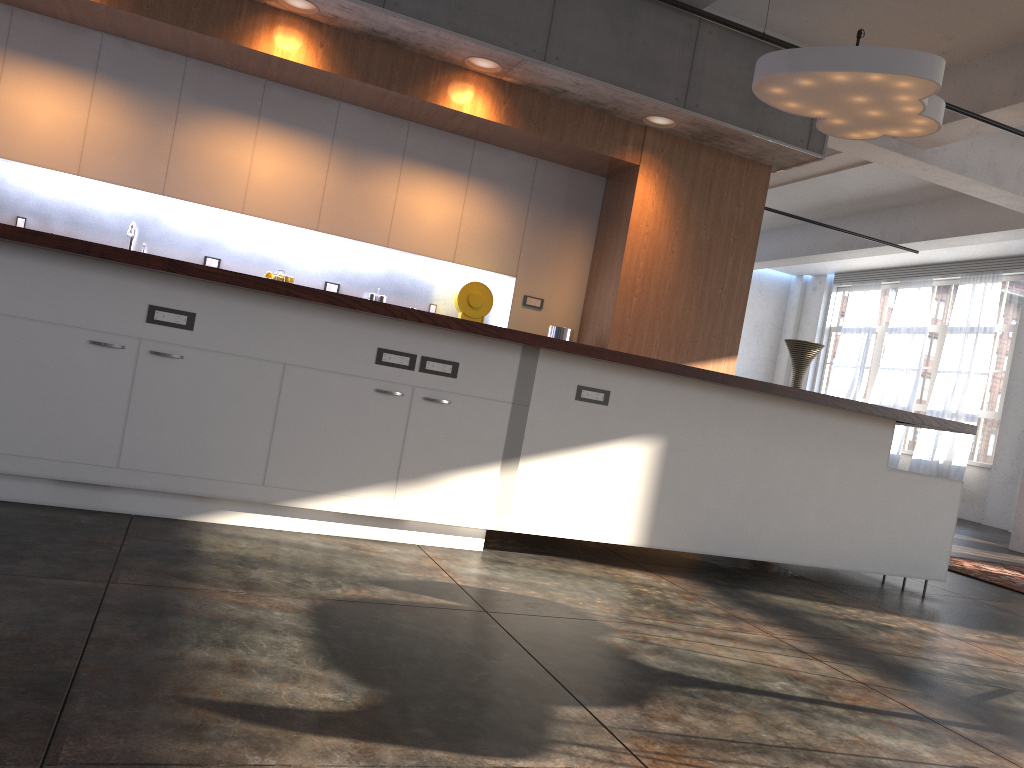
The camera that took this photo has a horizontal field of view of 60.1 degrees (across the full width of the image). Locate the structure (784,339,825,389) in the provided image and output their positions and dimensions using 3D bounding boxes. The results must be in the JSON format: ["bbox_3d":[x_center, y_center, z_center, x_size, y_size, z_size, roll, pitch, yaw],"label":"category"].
[{"bbox_3d":[4.559,0.477,14.421,0.687,2.326,0.738,10,0,-21],"label":"structure"}]

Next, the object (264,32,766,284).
[{"bbox_3d":[-8.001,-1.300,4.940,13.299,1.215,0.941,10,0,-11],"label":"object"}]

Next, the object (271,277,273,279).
[{"bbox_3d":[-3.757,-2.167,4.314,5.755,2.190,0.055,10,0,-32],"label":"object"}]

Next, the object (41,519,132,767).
[{"bbox_3d":[-4.164,0.155,3.668,27.628,0.001,19.436,10,0,-21],"label":"object"}]

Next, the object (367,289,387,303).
[{"bbox_3d":[-0.960,-0.574,6.264,0.146,0.209,0.059,10,0,-21],"label":"object"}]

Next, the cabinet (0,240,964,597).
[{"bbox_3d":[-0.363,0.235,4.134,5.736,0.930,0.908,10,0,-22],"label":"cabinet"}]

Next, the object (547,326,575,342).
[{"bbox_3d":[0.342,-0.317,6.371,0.187,0.170,0.194,10,0,28],"label":"object"}]

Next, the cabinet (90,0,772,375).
[{"bbox_3d":[-2.425,-1.135,6.240,8.233,2.563,2.342,10,0,-22],"label":"cabinet"}]

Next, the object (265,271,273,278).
[{"bbox_3d":[-1.601,-0.712,5.842,0.050,0.060,0.059,10,0,14],"label":"object"}]

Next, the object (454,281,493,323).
[{"bbox_3d":[-0.273,-0.531,6.255,0.279,0.381,0.098,10,0,-21],"label":"object"}]

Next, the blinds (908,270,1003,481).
[{"bbox_3d":[6.883,-0.121,13.639,0.367,3.675,1.015,10,0,-21],"label":"blinds"}]

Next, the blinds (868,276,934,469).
[{"bbox_3d":[6.451,-0.193,14.884,0.320,3.713,1.009,10,0,-21],"label":"blinds"}]

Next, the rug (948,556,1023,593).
[{"bbox_3d":[4.218,1.513,5.855,1.883,0.029,2.840,10,0,-20],"label":"rug"}]

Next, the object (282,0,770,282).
[{"bbox_3d":[-1.480,-0.685,5.797,0.052,0.060,0.057,10,0,3],"label":"object"}]

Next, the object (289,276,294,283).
[{"bbox_3d":[-1.468,-0.686,5.849,0.054,0.051,0.061,10,0,-28],"label":"object"}]

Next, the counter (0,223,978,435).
[{"bbox_3d":[-0.929,0.102,3.915,6.760,0.971,1.124,10,0,-22],"label":"counter"}]

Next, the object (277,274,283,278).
[{"bbox_3d":[-5.715,-2.543,3.521,10.093,2.165,0.057,10,0,-27],"label":"object"}]

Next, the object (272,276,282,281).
[{"bbox_3d":[-4.312,-2.270,4.057,7.006,2.169,0.052,10,0,-30],"label":"object"}]

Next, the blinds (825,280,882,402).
[{"bbox_3d":[6.050,-0.267,15.984,0.345,3.697,1.018,10,0,-23],"label":"blinds"}]

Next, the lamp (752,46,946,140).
[{"bbox_3d":[1.945,-1.652,5.106,0.990,0.130,1.098,10,0,26],"label":"lamp"}]
